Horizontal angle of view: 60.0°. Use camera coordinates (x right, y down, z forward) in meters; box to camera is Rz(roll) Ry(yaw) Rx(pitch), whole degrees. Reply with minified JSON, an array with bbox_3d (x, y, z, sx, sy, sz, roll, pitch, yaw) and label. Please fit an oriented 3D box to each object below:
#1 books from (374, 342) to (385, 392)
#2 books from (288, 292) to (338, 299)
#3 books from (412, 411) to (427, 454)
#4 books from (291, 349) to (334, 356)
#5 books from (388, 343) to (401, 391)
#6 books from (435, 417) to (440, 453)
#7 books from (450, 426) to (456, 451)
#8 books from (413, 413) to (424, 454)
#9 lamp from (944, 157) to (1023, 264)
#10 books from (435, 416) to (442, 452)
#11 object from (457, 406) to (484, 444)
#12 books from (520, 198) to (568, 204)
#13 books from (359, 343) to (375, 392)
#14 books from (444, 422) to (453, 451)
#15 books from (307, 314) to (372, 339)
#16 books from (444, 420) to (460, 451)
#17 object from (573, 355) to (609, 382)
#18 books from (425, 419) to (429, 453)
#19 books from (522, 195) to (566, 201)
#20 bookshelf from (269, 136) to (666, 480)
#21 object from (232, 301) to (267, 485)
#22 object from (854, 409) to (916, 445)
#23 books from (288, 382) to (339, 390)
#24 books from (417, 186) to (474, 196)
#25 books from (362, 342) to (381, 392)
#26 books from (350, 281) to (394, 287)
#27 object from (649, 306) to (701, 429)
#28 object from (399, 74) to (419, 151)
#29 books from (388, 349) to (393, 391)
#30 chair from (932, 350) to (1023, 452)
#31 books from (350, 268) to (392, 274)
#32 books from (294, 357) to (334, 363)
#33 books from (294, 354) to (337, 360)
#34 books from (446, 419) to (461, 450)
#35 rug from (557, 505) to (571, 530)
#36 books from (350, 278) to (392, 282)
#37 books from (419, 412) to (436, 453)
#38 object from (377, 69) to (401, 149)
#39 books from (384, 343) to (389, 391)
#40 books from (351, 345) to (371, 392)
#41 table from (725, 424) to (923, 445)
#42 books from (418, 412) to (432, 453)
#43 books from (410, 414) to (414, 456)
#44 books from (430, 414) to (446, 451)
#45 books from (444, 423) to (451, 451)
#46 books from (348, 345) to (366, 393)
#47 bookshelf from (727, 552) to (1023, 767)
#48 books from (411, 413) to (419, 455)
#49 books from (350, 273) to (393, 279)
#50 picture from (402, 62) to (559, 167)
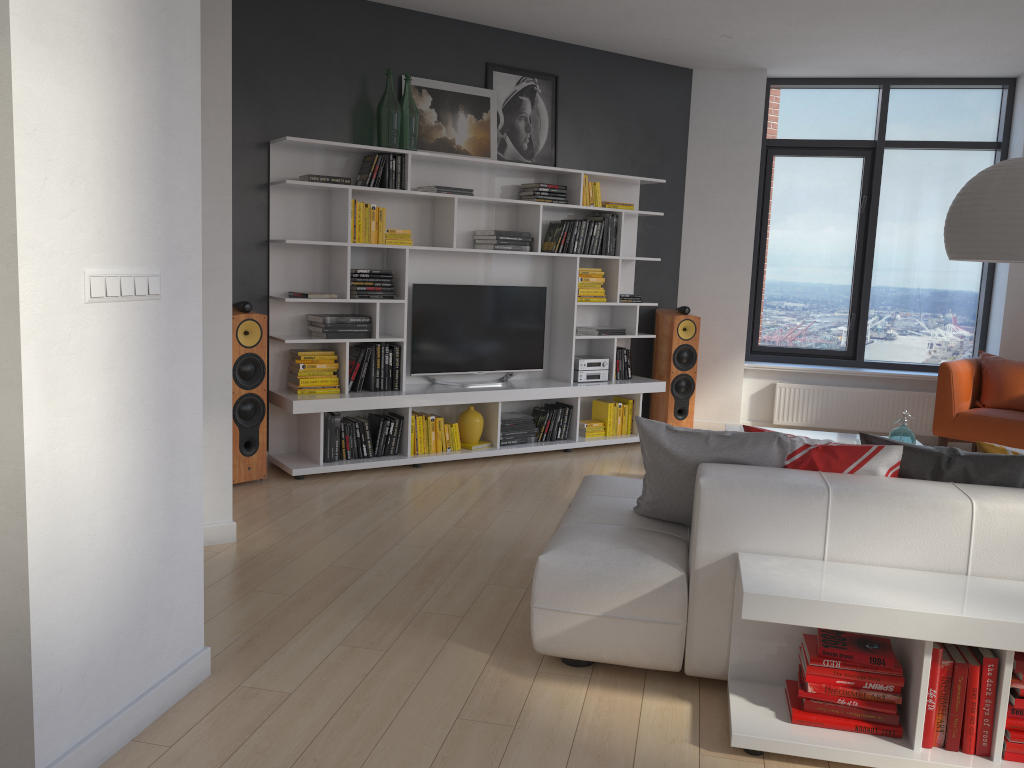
[{"bbox_3d":[-0.909,-0.127,5.891,0.026,0.326,0.237,-3,9,-33],"label":"books"},{"bbox_3d":[-1.249,-0.558,5.574,0.209,0.030,0.266,-4,10,-40],"label":"books"},{"bbox_3d":[-0.637,0.324,6.000,0.038,0.267,0.202,-3,9,-33],"label":"books"},{"bbox_3d":[-1.278,-0.204,5.684,0.234,0.024,0.171,-2,9,-29],"label":"books"},{"bbox_3d":[-0.821,-0.116,5.945,0.051,0.297,0.230,-3,9,-33],"label":"books"},{"bbox_3d":[-0.545,0.335,6.036,0.043,0.240,0.169,-3,9,-34],"label":"books"},{"bbox_3d":[-0.431,0.368,6.099,0.049,0.169,0.113,-3,9,-34],"label":"books"},{"bbox_3d":[-0.664,0.328,5.985,0.066,0.258,0.198,-3,9,-33],"label":"books"},{"bbox_3d":[3.047,-0.212,2.852,0.710,2.647,3.199,-5,11,-42],"label":"lamp"},{"bbox_3d":[-0.536,0.334,6.065,0.043,0.235,0.171,-3,10,-35],"label":"books"},{"bbox_3d":[-0.292,0.282,6.219,0.185,0.257,0.185,8,9,34],"label":"object"},{"bbox_3d":[0.231,-1.322,6.441,0.284,0.030,0.214,-2,9,-30],"label":"books"},{"bbox_3d":[-0.959,-0.110,5.850,0.028,0.301,0.213,-3,9,-33],"label":"books"},{"bbox_3d":[-0.454,0.357,6.098,0.046,0.187,0.134,-3,9,-33],"label":"books"},{"bbox_3d":[-1.117,-0.374,5.731,0.343,0.137,0.277,-3,9,-33],"label":"books"},{"bbox_3d":[-0.418,0.352,6.124,0.067,0.193,0.148,-3,9,-32],"label":"books"},{"bbox_3d":[0.553,-0.118,6.819,0.285,0.174,0.270,-3,9,-33],"label":"object"},{"bbox_3d":[-0.613,0.345,5.998,0.042,0.230,0.156,-3,10,-35],"label":"books"},{"bbox_3d":[0.229,-1.348,6.440,0.264,0.020,0.189,-3,10,-35],"label":"books"},{"bbox_3d":[-0.153,-0.510,6.230,3.000,2.052,0.455,-3,9,-33],"label":"bookshelf"},{"bbox_3d":[-1.695,0.037,5.324,0.434,1.088,0.290,9,10,41],"label":"object"},{"bbox_3d":[1.928,0.256,4.582,0.330,0.265,0.330,8,10,35],"label":"object"},{"bbox_3d":[-1.270,0.009,5.679,0.269,0.025,0.213,-2,9,-30],"label":"books"},{"bbox_3d":[-0.453,-1.298,5.989,0.310,0.047,0.250,-4,10,-38],"label":"books"},{"bbox_3d":[-0.935,-0.120,5.871,0.034,0.314,0.237,-3,9,-33],"label":"books"},{"bbox_3d":[-0.936,-0.655,5.773,0.284,0.030,0.214,-1,9,-25],"label":"books"},{"bbox_3d":[1.300,-0.104,7.263,0.290,1.088,0.434,0,8,-18],"label":"object"},{"bbox_3d":[-0.686,-1.766,5.798,0.157,0.507,0.157,0,8,-20],"label":"object"},{"bbox_3d":[-0.854,-0.104,5.923,0.028,0.272,0.200,-3,9,-33],"label":"books"},{"bbox_3d":[3.644,0.226,6.403,0.896,0.858,0.843,10,11,43],"label":"chair"},{"bbox_3d":[-0.927,-0.732,5.762,0.246,0.026,0.180,-1,9,-26],"label":"books"},{"bbox_3d":[-1.268,-0.153,5.675,0.238,0.023,0.167,0,8,-18],"label":"books"},{"bbox_3d":[-1.258,-0.177,5.673,0.234,0.024,0.171,-2,9,-29],"label":"books"},{"bbox_3d":[-0.403,0.349,6.144,0.046,0.193,0.149,-3,9,-32],"label":"books"},{"bbox_3d":[1.454,0.785,4.784,2.326,0.016,1.662,4,8,11],"label":"rug"},{"bbox_3d":[-0.938,-0.680,5.772,0.264,0.020,0.189,-2,9,-30],"label":"books"},{"bbox_3d":[-0.582,0.328,6.034,0.055,0.252,0.185,-3,10,-34],"label":"books"},{"bbox_3d":[-0.785,-1.752,5.666,0.157,0.507,0.157,0,8,-20],"label":"object"},{"bbox_3d":[-0.885,-0.123,5.908,0.034,0.315,0.239,-3,9,-33],"label":"books"},{"bbox_3d":[-1.013,-0.103,5.814,0.100,0.289,0.210,-3,9,-34],"label":"books"},{"bbox_3d":[1.716,0.567,4.826,1.091,0.435,1.091,4,8,12],"label":"table"},{"bbox_3d":[-0.597,0.330,6.012,0.041,0.252,0.180,-3,9,-33],"label":"books"},{"bbox_3d":[-0.711,0.328,5.922,0.029,0.270,0.204,-3,9,-33],"label":"books"},{"bbox_3d":[-0.514,0.331,6.090,0.056,0.235,0.172,-3,9,-34],"label":"books"},{"bbox_3d":[-0.475,0.357,6.092,0.056,0.188,0.138,-3,9,-33],"label":"books"},{"bbox_3d":[-1.066,-0.101,5.801,0.142,0.284,0.232,-3,9,-33],"label":"books"},{"bbox_3d":[1.937,0.888,2.401,2.600,0.500,0.356,4,8,12],"label":"bookshelf"},{"bbox_3d":[-0.690,0.324,5.960,0.048,0.271,0.213,-3,9,-33],"label":"books"},{"bbox_3d":[-0.943,-0.708,5.787,0.284,0.030,0.214,-1,9,-25],"label":"books"},{"bbox_3d":[-0.192,-1.900,6.225,1.279,0.707,0.076,-3,9,-33],"label":"picture"}]
